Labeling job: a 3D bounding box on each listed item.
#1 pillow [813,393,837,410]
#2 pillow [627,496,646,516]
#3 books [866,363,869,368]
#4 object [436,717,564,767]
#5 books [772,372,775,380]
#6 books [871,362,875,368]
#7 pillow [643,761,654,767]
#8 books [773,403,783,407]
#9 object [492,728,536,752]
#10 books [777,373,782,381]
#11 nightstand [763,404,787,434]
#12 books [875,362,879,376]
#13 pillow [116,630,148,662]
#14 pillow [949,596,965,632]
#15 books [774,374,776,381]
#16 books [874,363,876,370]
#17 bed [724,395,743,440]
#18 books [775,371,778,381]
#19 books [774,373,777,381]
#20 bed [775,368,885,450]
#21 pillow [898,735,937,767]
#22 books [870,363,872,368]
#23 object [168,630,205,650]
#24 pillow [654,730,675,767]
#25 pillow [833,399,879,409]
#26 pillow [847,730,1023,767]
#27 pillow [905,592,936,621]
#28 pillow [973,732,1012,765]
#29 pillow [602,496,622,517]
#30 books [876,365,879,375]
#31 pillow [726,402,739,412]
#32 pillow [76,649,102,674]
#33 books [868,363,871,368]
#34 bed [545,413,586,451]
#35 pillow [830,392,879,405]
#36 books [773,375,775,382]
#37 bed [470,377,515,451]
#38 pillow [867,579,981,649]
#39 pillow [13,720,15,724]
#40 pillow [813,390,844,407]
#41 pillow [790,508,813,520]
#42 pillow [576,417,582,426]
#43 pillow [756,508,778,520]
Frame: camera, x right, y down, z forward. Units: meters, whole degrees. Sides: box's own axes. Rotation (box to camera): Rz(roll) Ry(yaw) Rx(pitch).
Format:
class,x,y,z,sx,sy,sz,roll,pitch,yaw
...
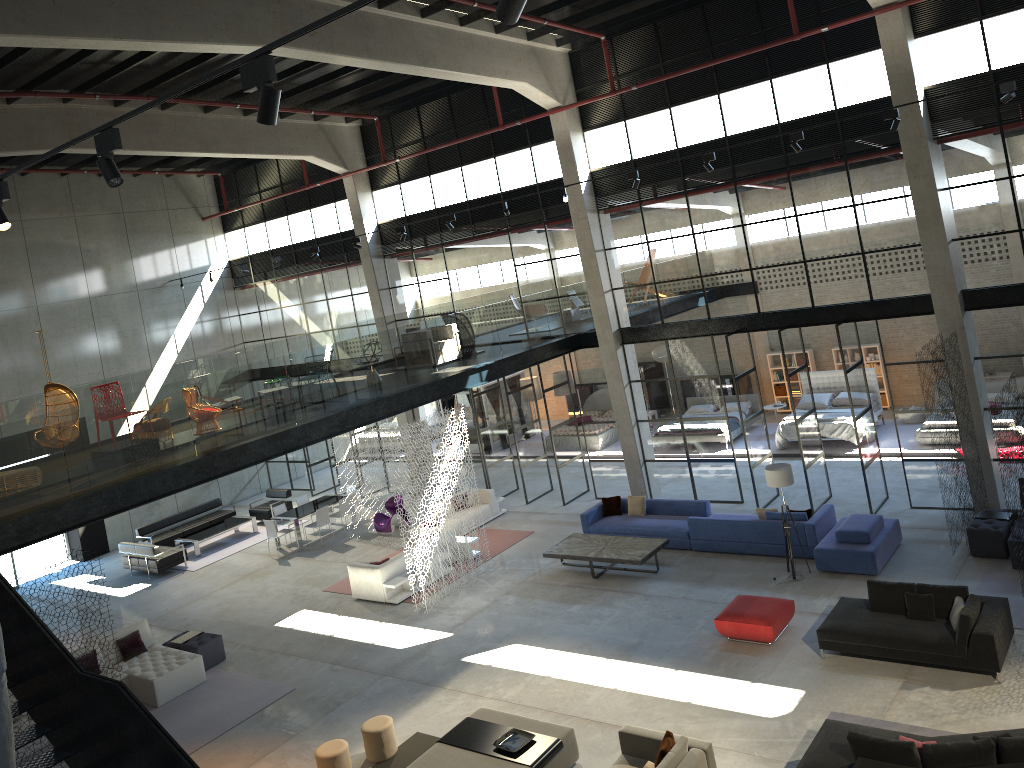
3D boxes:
class,x,y,z,sx,sy,sz,roll,pitch,yaw
pillow,7.628,0.466,22.049,1.016,0.373,0.677,-4,9,42
pillow,2.450,2.401,17.244,0.397,0.381,0.210,-7,3,40
books,9.627,-0.401,23.588,0.068,0.335,0.257,-10,2,39
object,-0.162,4.107,10.029,1.458,0.086,0.545,-4,10,38
books,7.544,-0.213,25.243,0.019,0.261,0.178,-11,2,39
books,9.718,-0.413,23.516,0.055,0.341,0.257,-11,2,39
pillow,1.229,3.891,8.400,0.204,0.381,0.408,-9,4,40
books,6.886,0.536,22.699,0.227,0.042,0.305,-9,8,13
object,0.024,4.022,9.880,0.382,0.036,0.393,-3,11,42
books,7.663,-0.195,25.164,0.074,0.204,0.161,-10,3,39
nightstand,6.854,0.921,22.682,0.598,0.699,0.608,-10,3,11
books,9.777,-0.411,23.469,0.035,0.332,0.257,-11,2,39
pillow,-6.335,4.365,14.625,0.233,0.344,0.420,-9,5,38
pillow,5.419,2.788,10.650,0.206,0.315,0.346,-10,4,18
books,7.589,-0.193,25.211,0.030,0.215,0.178,-11,2,39
books,9.755,-0.406,23.487,0.020,0.319,0.257,-11,2,39
bed,5.232,1.013,23.530,2.234,0.867,2.438,-5,9,38
books,7.613,-0.229,25.180,0.048,0.287,0.188,-10,2,39
books,7.600,-0.217,25.199,0.032,0.261,0.178,-11,2,39
bed,7.670,0.602,21.356,2.196,1.415,2.357,-6,7,38
pillow,3.803,3.433,8.168,0.338,0.308,0.202,-8,4,34
books,9.704,-0.411,23.550,0.064,0.334,0.257,-10,2,39
object,-5.540,4.358,14.953,0.297,0.099,0.527,-6,9,33
pillow,1.528,3.775,8.857,0.257,0.370,0.404,-10,4,18
pillow,8.472,0.438,21.611,0.950,0.330,0.728,-5,9,39
pillow,4.079,3.404,7.993,1.879,0.419,0.440,-8,5,18
pillow,5.129,2.794,11.024,0.339,0.307,0.190,-7,4,36
pillow,4.399,3.341,8.015,0.354,0.320,0.199,-10,2,7
pillow,2.002,2.446,17.547,0.396,0.371,0.262,-9,3,17
books,9.812,-0.394,23.467,0.020,0.281,0.257,-11,3,39
pillow,5.614,0.706,24.148,1.909,0.312,0.558,-4,9,38
pillow,-6.796,4.522,14.042,0.190,0.376,0.413,-9,4,39
books,9.662,-0.405,23.560,0.058,0.334,0.257,-10,2,39
bed,2.311,1.017,25.840,2.009,1.277,2.382,-6,8,39
pillow,8.404,0.361,21.555,0.969,0.291,0.704,-4,9,41
books,7.564,-0.181,25.232,0.017,0.197,0.145,-11,2,39
bed,-0.893,0.909,27.932,2.224,2.076,2.352,-7,6,39
pillow,5.256,2.761,10.966,0.750,0.417,1.579,-13,8,-22
pillow,-7.556,4.934,12.854,0.322,0.231,0.390,-6,7,38
pillow,7.886,0.390,22.231,1.042,0.322,0.497,-5,8,38
pillow,4.909,2.285,14.885,0.396,0.371,0.262,-9,3,17
pillow,1.977,1.077,25.624,0.870,0.212,0.640,-8,8,17
pillow,4.459,2.321,15.188,0.397,0.381,0.210,-7,3,40
